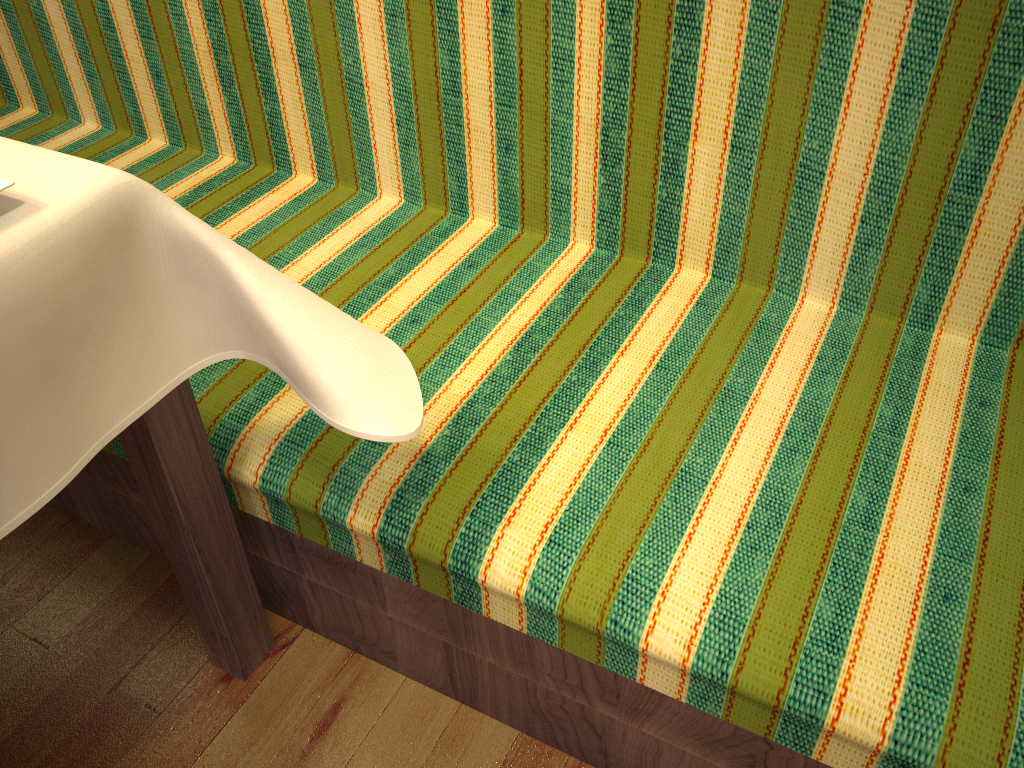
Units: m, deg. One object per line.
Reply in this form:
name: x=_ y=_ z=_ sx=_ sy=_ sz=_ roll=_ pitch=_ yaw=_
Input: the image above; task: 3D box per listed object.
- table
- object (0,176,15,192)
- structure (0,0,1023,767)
table: x=-1.341 y=0.162 z=0.995 sx=2.152 sy=0.759 sz=1.385 roll=18 pitch=43 yaw=22
object: x=-0.521 y=-0.137 z=0.725 sx=0.160 sy=0.024 sz=0.160 roll=18 pitch=43 yaw=22
structure: x=-5.023 y=-1.836 z=3.325 sx=14.516 sy=1.031 sz=0.850 roll=18 pitch=43 yaw=22
